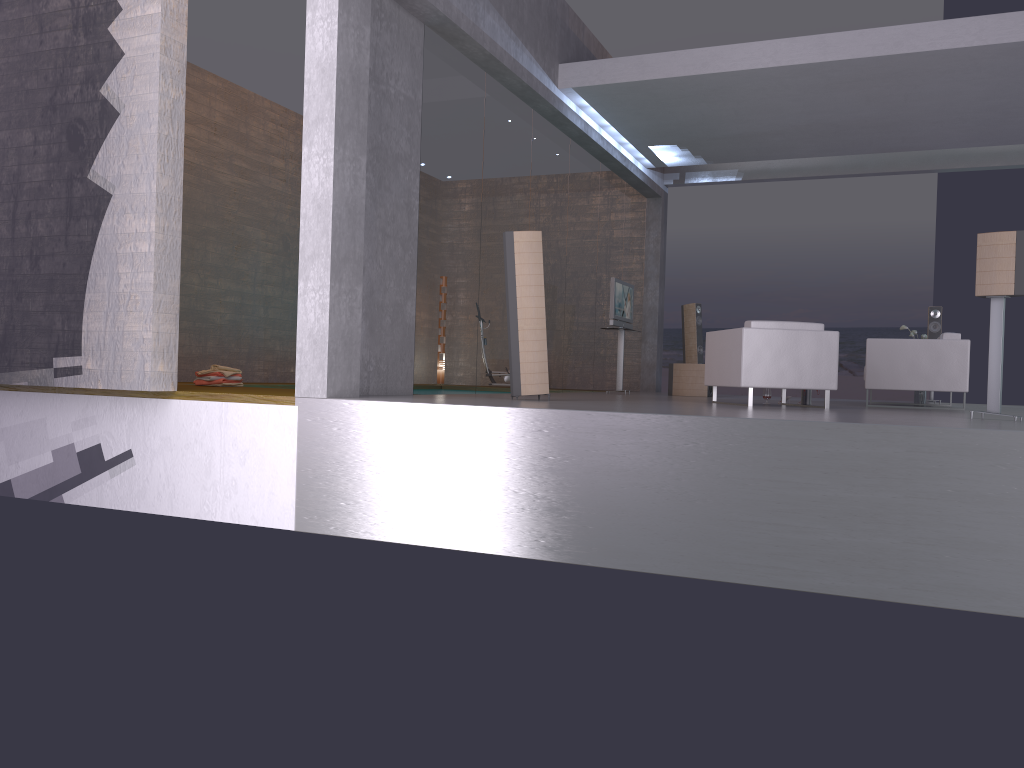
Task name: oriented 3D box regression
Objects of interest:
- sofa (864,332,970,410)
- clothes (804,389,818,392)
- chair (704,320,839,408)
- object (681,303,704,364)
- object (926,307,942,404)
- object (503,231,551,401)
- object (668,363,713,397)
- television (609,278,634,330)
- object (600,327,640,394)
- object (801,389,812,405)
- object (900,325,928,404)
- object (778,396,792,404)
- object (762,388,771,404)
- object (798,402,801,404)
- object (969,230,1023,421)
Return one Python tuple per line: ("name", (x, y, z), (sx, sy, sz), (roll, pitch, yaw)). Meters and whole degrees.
("sofa", (4.732, -0.147, 10.480), (1.026, 0.824, 2.353), (2, 1, 23))
("clothes", (2.865, -0.217, 8.769), (0.254, 0.604, 0.574), (2, 1, -7))
("chair", (2.497, -0.192, 8.656), (0.936, 0.808, 1.026), (2, 1, -7))
("object", (2.915, -0.566, 14.369), (0.244, 1.469, 0.444), (1, 1, -42))
("object", (5.958, -0.399, 12.518), (0.243, 1.363, 0.333), (2, 1, 29))
("object", (0.115, -0.597, 7.745), (0.444, 1.473, 0.244), (2, 1, -22))
("object", (2.565, -0.056, 12.695), (0.604, 0.459, 0.514), (2, 1, 23))
("television", (1.548, -1.116, 12.452), (0.054, 0.644, 1.000), (2, 1, 23))
("object", (1.523, -0.338, 12.463), (0.360, 0.958, 0.818), (2, 1, 23))
("object", (3.046, 0.004, 9.166), (0.109, 0.435, 0.109), (1, 1, -40))
("object", (5.415, -0.253, 11.784), (0.400, 1.051, 0.387), (2, 1, -29))
("object", (2.906, 0.172, 9.465), (0.079, 0.087, 0.235), (2, 1, -10))
("object", (2.692, 0.094, 9.356), (0.091, 0.233, 0.091), (1, 1, -39))
("object", (3.083, 0.178, 9.381), (0.079, 0.087, 0.235), (2, 1, 1))
("object", (3.557, -0.421, 6.463), (0.243, 1.363, 0.333), (1, 1, -36))
